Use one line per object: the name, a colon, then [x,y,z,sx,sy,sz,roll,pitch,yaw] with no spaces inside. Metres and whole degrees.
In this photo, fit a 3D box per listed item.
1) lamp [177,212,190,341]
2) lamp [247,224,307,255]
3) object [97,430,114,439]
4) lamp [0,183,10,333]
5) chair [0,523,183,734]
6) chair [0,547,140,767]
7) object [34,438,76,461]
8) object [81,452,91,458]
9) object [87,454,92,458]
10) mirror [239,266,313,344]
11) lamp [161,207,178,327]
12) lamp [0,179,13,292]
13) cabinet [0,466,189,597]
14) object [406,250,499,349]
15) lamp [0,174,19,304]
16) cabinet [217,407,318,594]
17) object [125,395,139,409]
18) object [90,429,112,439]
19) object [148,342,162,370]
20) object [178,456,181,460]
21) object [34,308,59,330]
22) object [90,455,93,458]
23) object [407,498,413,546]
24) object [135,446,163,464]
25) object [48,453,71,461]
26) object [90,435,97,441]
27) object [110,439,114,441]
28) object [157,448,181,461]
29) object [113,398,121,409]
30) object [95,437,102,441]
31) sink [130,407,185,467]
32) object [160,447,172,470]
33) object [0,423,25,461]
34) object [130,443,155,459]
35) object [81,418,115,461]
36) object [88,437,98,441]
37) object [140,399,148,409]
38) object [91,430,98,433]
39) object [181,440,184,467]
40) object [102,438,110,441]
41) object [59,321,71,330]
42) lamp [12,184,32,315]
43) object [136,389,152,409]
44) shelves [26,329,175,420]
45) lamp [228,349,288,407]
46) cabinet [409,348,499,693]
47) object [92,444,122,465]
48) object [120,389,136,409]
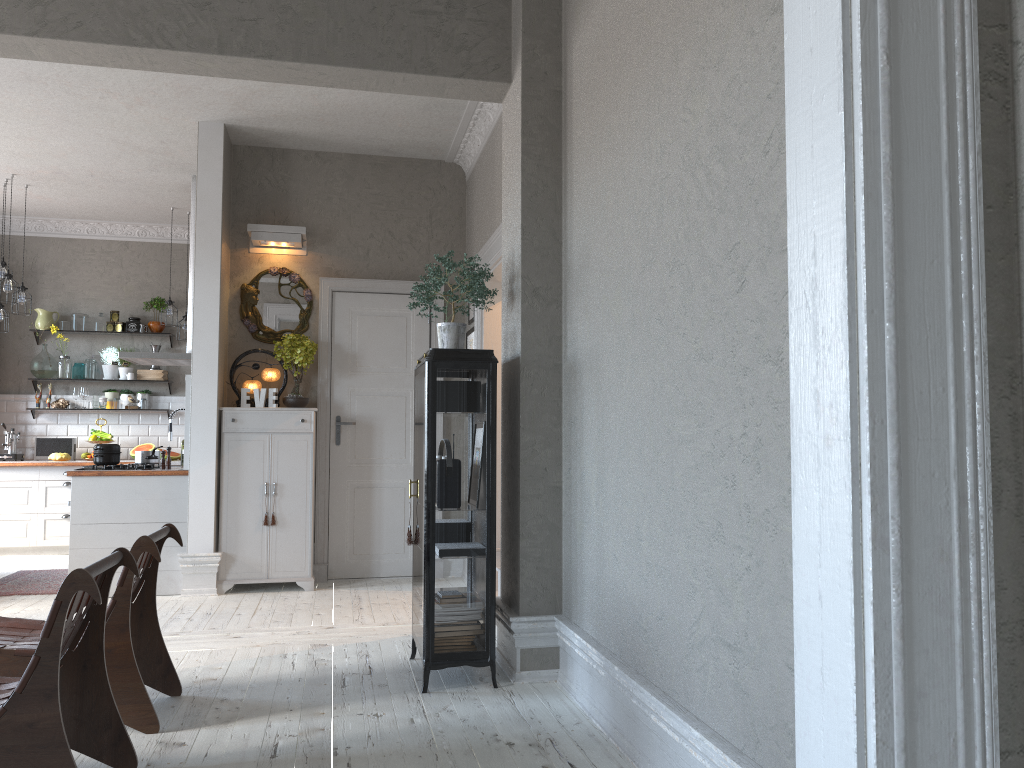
lamp: [-3.184,-1.290,8.695,0.150,1.735,0.143,3,-5,-40]
lamp: [-1.761,-1.082,6.652,0.420,0.171,0.217,1,-4,-13]
object: [-4.068,0.511,8.884,0.180,0.096,0.088,0,-4,7]
lamp: [-4.449,-1.318,7.731,0.143,1.735,0.150,-3,-5,44]
chair: [-1.828,0.924,3.364,1.027,0.721,0.502,1,-4,-13]
chair: [-1.662,0.872,2.533,1.027,0.721,0.502,1,-4,-13]
object: [-4.517,0.646,8.762,0.355,0.226,0.087,1,-4,-13]
object: [-4.216,0.714,8.813,0.075,0.072,0.153,-1,-4,17]
object: [-4.170,0.716,8.787,0.084,0.057,0.089,-1,-4,20]
mirror: [-1.782,-0.599,6.699,0.538,0.593,0.070,1,-4,-13]
lamp: [-3.284,-1.422,8.543,0.145,1.735,0.148,-1,-4,19]
lamp: [-4.351,-1.665,7.614,0.149,1.735,0.144,2,-4,-26]
cabinet: [-3.692,1.116,7.615,4.113,0.854,2.027,-2,-4,33]
object: [-0.275,-0.391,4.164,0.413,0.506,0.399,0,-4,3]
lamp: [-4.226,-1.543,7.474,0.144,1.735,0.149,-2,-4,34]
cabinet: [-1.754,0.824,6.388,0.673,1.297,0.380,1,-4,-13]
object: [-3.879,0.187,9.060,0.121,0.147,0.098,4,-5,-45]
object: [-4.082,0.496,8.812,0.212,0.101,0.067,1,-4,-7]
object: [-3.694,-0.284,9.182,0.133,0.287,0.128,2,-4,-27]
object: [-3.326,0.738,8.958,0.117,0.073,0.204,-3,-5,41]
object: [-4.688,-0.642,8.908,0.191,0.216,0.173,0,-4,1]
object: [-4.158,0.726,8.805,0.071,0.076,0.225,2,-4,-30]
object: [-0.499,0.671,4.312,0.044,0.234,0.041,-2,-4,34]
object: [-2.632,0.522,6.520,0.299,0.134,0.177,-1,-4,22]
object: [-4.383,0.707,8.584,0.199,0.083,0.187,1,-4,-12]
object: [-4.136,0.536,8.753,0.059,0.069,0.079,0,-4,7]
object: [-4.016,0.564,8.860,0.052,0.050,0.049,0,-4,-3]
object: [-3.389,0.700,8.768,0.228,0.127,0.146,2,-4,-30]
object: [-4.029,0.202,9.031,0.079,0.108,0.077,1,-4,-19]
object: [-4.098,0.560,8.775,0.064,0.061,0.066,1,-4,-12]
sink: [-2.790,0.545,7.052,0.533,0.720,0.481,1,-4,-12]
object: [-2.442,0.519,6.249,0.073,0.167,0.035,1,-4,-13]
object: [-4.882,0.564,8.591,0.208,0.370,0.350,1,-4,-12]
object: [-3.653,0.675,8.757,0.234,0.174,0.219,0,-4,9]
object: [-4.102,0.554,8.831,0.358,0.425,0.345,2,-4,-27]
object: [-4.165,0.556,8.821,0.097,0.078,0.099,2,-4,-25]
object: [-3.768,0.204,9.067,0.079,0.108,0.077,1,-4,-19]
object: [-4.148,0.474,8.802,0.074,0.058,0.050,3,-4,-36]
object: [-2.483,0.497,6.782,0.090,0.282,0.081,1,-4,-12]
object: [-4.050,0.564,8.821,0.077,0.062,0.098,3,-5,-39]
object: [-4.542,-0.583,8.998,0.104,0.111,0.102,1,-4,-13]
lamp: [-4.276,-1.474,7.778,0.149,1.735,0.144,2,-4,-26]
object: [-3.808,0.162,9.176,0.160,0.213,0.151,1,-4,-15]
shelves: [-4.181,-0.068,9.049,1.329,0.923,0.226,1,-4,-13]
lamp: [-1.864,0.019,6.510,0.451,0.558,0.171,0,-4,-6]
cabinet: [-0.283,0.596,4.108,0.351,1.471,0.612,1,-4,-12]
object: [-2.852,0.496,6.236,0.194,0.147,0.189,2,-4,-33]
object: [-3.969,0.157,9.129,0.171,0.214,0.149,-1,-4,17]
